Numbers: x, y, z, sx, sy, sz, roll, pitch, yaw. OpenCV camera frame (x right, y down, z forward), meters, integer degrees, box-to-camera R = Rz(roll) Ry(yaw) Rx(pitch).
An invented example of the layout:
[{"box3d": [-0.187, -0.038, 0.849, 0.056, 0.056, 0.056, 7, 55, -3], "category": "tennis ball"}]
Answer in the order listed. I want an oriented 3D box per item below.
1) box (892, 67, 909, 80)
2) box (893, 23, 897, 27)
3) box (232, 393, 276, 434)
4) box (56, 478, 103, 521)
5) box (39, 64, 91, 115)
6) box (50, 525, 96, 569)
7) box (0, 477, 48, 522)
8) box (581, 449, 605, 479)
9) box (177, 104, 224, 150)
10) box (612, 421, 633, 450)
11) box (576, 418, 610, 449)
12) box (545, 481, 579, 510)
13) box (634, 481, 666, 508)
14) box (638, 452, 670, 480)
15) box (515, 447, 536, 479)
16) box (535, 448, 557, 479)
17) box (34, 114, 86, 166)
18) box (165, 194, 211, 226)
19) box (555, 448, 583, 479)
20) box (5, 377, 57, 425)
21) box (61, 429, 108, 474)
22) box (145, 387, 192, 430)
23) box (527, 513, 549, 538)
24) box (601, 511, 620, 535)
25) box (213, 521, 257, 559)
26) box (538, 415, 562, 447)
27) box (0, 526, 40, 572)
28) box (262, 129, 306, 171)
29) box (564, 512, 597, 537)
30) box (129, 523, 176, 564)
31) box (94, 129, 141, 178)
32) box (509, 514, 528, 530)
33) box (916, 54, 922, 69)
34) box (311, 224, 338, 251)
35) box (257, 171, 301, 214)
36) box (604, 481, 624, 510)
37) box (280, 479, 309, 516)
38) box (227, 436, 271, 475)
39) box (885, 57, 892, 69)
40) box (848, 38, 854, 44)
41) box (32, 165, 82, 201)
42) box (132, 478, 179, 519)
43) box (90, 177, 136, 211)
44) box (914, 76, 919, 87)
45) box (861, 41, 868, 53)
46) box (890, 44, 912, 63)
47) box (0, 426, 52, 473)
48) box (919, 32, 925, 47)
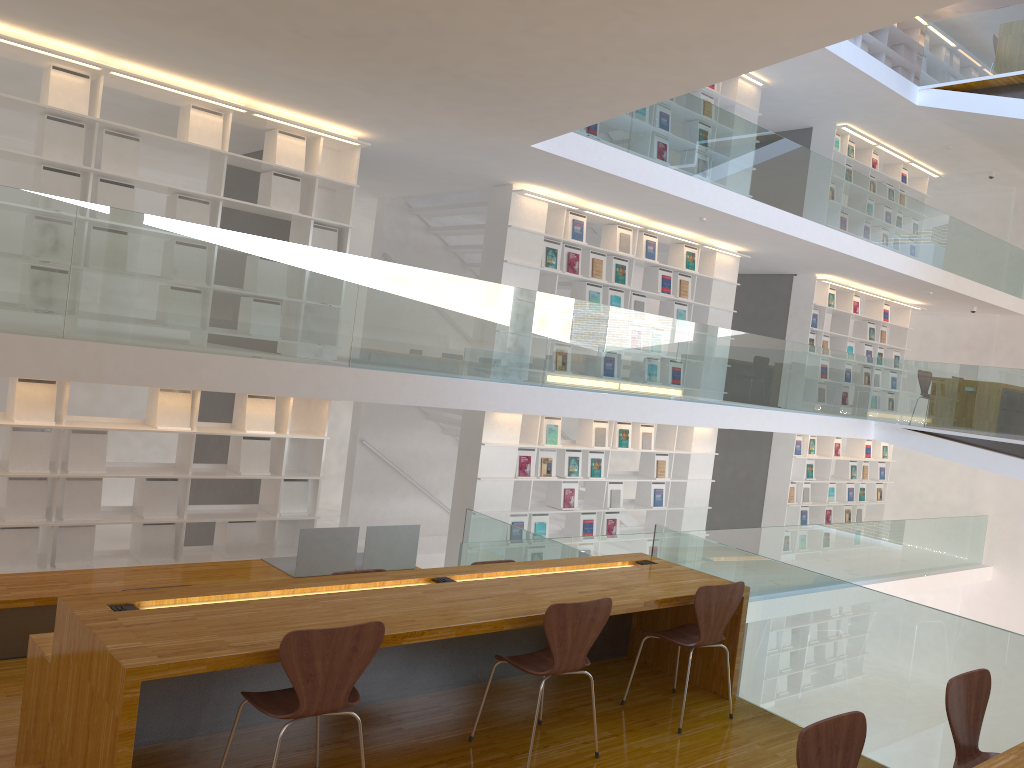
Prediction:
[{"box3d": [5.703, -4.481, 13.077, 0.245, 0.296, 0.274, 6, 2, -41], "category": "box"}, {"box3d": [5.364, -5.176, 12.692, 0.245, 0.296, 0.274, 6, 2, -41], "category": "box"}, {"box3d": [-2.032, 0.226, 7.029, 0.245, 0.296, 0.274, 6, 2, -41], "category": "box"}, {"box3d": [-3.042, 0.783, 6.233, 0.245, 0.296, 0.274, 6, 2, -41], "category": "box"}, {"box3d": [-2.983, -1.941, 5.931, 0.245, 0.296, 0.274, 6, 2, -41], "category": "box"}, {"box3d": [-3.091, 1.108, 6.232, 0.245, 0.296, 0.274, 6, 2, -41], "category": "box"}, {"box3d": [-3.306, 0.756, 6.002, 0.245, 0.296, 0.274, 6, 2, -41], "category": "box"}, {"box3d": [0.836, 0.849, 9.494, 0.245, 0.296, 0.274, 6, 2, -41], "category": "box"}, {"box3d": [-2.290, -1.872, 6.534, 0.245, 0.296, 0.274, 6, 2, -41], "category": "box"}, {"box3d": [1.161, 0.552, 9.736, 0.245, 0.296, 0.274, 6, 2, -41], "category": "box"}, {"box3d": [0.881, 0.523, 9.491, 0.245, 0.296, 0.274, 6, 2, -41], "category": "box"}, {"box3d": [0.541, 1.142, 9.279, 0.245, 0.296, 0.274, 6, 2, -41], "category": "box"}, {"box3d": [1.613, 1.258, 10.216, 0.245, 0.296, 0.274, 6, 2, -41], "category": "box"}, {"box3d": [1.652, 0.932, 10.208, 0.245, 0.296, 0.274, 6, 2, -41], "category": "box"}, {"box3d": [0.079, 0.771, 8.834, 0.245, 0.296, 0.274, 6, 2, -41], "category": "box"}, {"box3d": [0.299, 0.794, 9.042, 0.245, 0.296, 0.274, 6, 2, -41], "category": "box"}, {"box3d": [-3.023, -1.616, 5.939, 0.245, 0.296, 0.274, 6, 2, -41], "category": "box"}, {"box3d": [-2.387, -1.221, 6.537, 0.245, 0.296, 0.274, 6, 2, -41], "category": "box"}, {"box3d": [0.577, 0.816, 9.267, 0.245, 0.296, 0.274, 6, 2, -41], "category": "box"}, {"box3d": [-3.234, 0.104, 5.980, 0.245, 0.296, 0.274, 6, 2, -41], "category": "box"}, {"box3d": [-3.002, 0.458, 6.225, 0.245, 0.296, 0.274, 6, 2, -41], "category": "box"}, {"box3d": [-2.540, 0.173, 6.583, 0.245, 0.296, 0.274, 6, 2, -41], "category": "box"}, {"box3d": [0.224, 1.448, 9.046, 0.245, 0.296, 0.274, 6, 2, -41], "category": "box"}, {"box3d": [1.034, 1.530, 9.753, 0.245, 0.296, 0.274, 6, 2, -41], "category": "box"}, {"box3d": [-2.182, 1.201, 7.026, 0.245, 0.296, 0.274, 6, 2, -41], "category": "box"}, {"box3d": [0.347, 0.469, 9.025, 0.245, 0.296, 0.274, 6, 2, -41], "category": "box"}, {"box3d": [-3.360, 1.081, 5.997, 0.245, 0.296, 0.274, 6, 2, -41], "category": "box"}, {"box3d": [-1.782, -1.819, 6.980, 0.245, 0.296, 0.274, 6, 2, -41], "category": "box"}, {"box3d": [0.752, 1.501, 9.507, 0.245, 0.296, 0.274, 6, 2, -41], "category": "box"}, {"box3d": [-2.667, 1.151, 6.603, 0.245, 0.296, 0.274, 6, 2, -41], "category": "box"}, {"box3d": [-2.751, -1.587, 6.176, 0.245, 0.296, 0.274, 6, 2, -41], "category": "box"}, {"box3d": [0.002, 1.425, 8.852, 0.245, 0.296, 0.274, 6, 2, -41], "category": "box"}, {"box3d": [6.014, -4.779, 13.307, 0.245, 0.296, 0.274, 6, 2, -41], "category": "box"}, {"box3d": [-1.581, -1.139, 7.241, 0.245, 0.296, 0.274, 6, 2, -41], "category": "box"}, {"box3d": [-1.823, -1.494, 6.987, 0.245, 0.296, 0.274, 6, 2, -41], "category": "box"}, {"box3d": [1.069, 1.203, 9.741, 0.245, 0.296, 0.274, 6, 2, -41], "category": "box"}, {"box3d": [-1.831, 0.906, 7.290, 0.245, 0.296, 0.274, 6, 2, -41], "category": "box"}, {"box3d": [-2.073, 0.551, 7.036, 0.245, 0.296, 0.274, 6, 2, -41], "category": "box"}, {"box3d": [5.299, -4.522, 12.724, 0.245, 0.296, 0.274, 6, 2, -41], "category": "box"}, {"box3d": [4.492, -4.604, 12.020, 0.245, 0.296, 0.274, 6, 2, -41], "category": "box"}, {"box3d": [-3.056, -1.289, 5.953, 0.245, 0.296, 0.274, 6, 2, -41], "category": "box"}, {"box3d": [-2.638, 0.824, 6.586, 0.245, 0.296, 0.274, 6, 2, -41], "category": "box"}, {"box3d": [-2.791, -1.262, 6.184, 0.245, 0.296, 0.274, 6, 2, -41], "category": "box"}, {"box3d": [5.967, -4.454, 13.308, 0.245, 0.296, 0.274, 6, 2, -41], "category": "box"}, {"box3d": [4.774, -4.575, 12.266, 0.245, 0.296, 0.274, 6, 2, -41], "category": "box"}, {"box3d": [5.743, -4.806, 13.069, 0.245, 0.296, 0.274, 6, 2, -41], "category": "box"}, {"box3d": [-3.273, 0.429, 5.988, 0.245, 0.296, 0.274, 6, 2, -41], "category": "box"}, {"box3d": [6.054, -5.105, 13.299, 0.245, 0.296, 0.274, 6, 2, -41], "category": "box"}]
